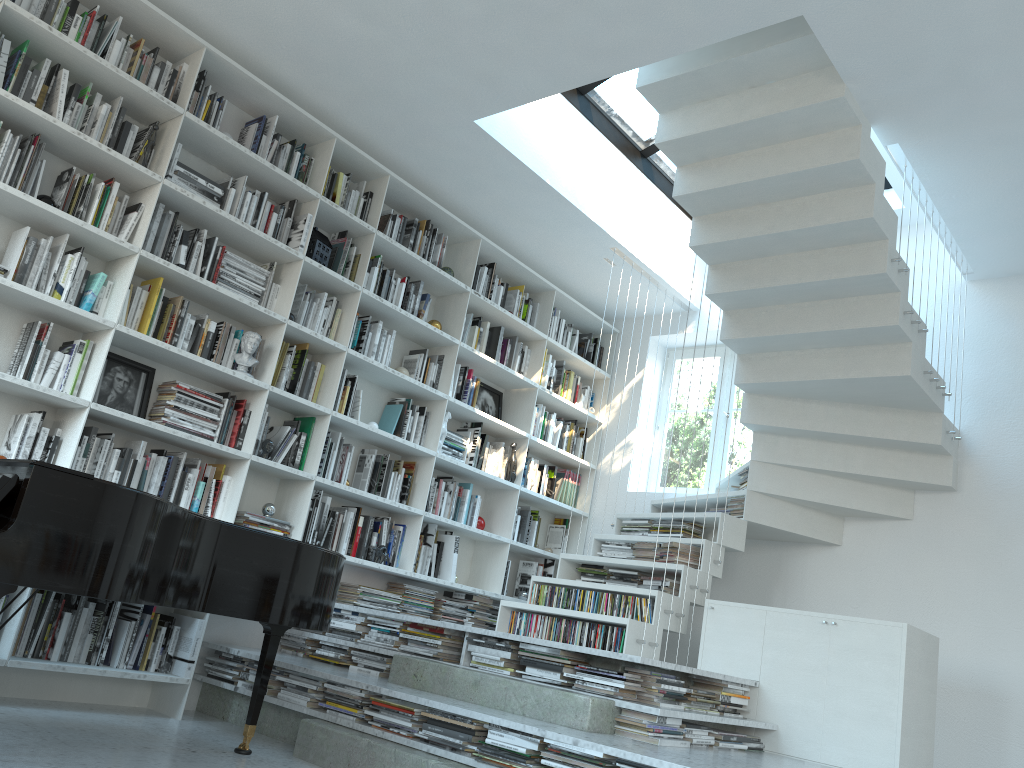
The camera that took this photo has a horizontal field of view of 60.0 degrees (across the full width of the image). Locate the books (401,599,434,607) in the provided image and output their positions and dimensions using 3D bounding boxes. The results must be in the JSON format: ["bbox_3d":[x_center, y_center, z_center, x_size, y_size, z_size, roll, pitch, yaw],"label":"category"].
[{"bbox_3d":[-0.640,1.351,5.514,0.159,0.007,0.286,-4,-22,41],"label":"books"}]

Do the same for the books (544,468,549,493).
[{"bbox_3d":[0.192,0.740,6.545,0.134,0.248,0.025,-3,-21,40],"label":"books"}]

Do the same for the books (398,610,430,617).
[{"bbox_3d":[-0.653,1.415,5.494,0.161,0.007,0.255,-4,-22,41],"label":"books"}]

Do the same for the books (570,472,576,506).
[{"bbox_3d":[0.395,0.815,6.751,0.169,0.292,0.018,-3,-21,40],"label":"books"}]

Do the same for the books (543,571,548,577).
[{"bbox_3d":[0.174,1.464,6.376,0.140,0.242,0.024,-3,-21,40],"label":"books"}]

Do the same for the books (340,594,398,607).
[{"bbox_3d":[-0.848,1.282,5.255,0.195,0.008,0.309,-1,-20,35],"label":"books"}]

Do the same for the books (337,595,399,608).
[{"bbox_3d":[-0.855,1.289,5.258,0.193,0.007,0.347,-2,-21,38],"label":"books"}]

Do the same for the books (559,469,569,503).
[{"bbox_3d":[0.335,0.783,6.682,0.169,0.293,0.033,-3,-21,40],"label":"books"}]

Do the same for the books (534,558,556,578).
[{"bbox_3d":[0.212,1.425,6.384,0.185,0.335,0.010,-3,-21,40],"label":"books"}]

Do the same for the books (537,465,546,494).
[{"bbox_3d":[0.154,0.711,6.469,0.181,0.246,0.022,-3,-21,40],"label":"books"}]

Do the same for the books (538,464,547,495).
[{"bbox_3d":[0.162,0.714,6.495,0.171,0.258,0.029,-3,-21,40],"label":"books"}]

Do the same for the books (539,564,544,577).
[{"bbox_3d":[0.158,1.432,6.355,0.141,0.286,0.047,-3,-21,40],"label":"books"}]

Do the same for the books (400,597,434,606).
[{"bbox_3d":[-0.640,1.345,5.517,0.159,0.007,0.286,-3,-21,40],"label":"books"}]

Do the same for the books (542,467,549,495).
[{"bbox_3d":[0.183,0.731,6.530,0.161,0.253,0.012,-3,-21,40],"label":"books"}]

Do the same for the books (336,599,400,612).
[{"bbox_3d":[-0.854,1.309,5.246,0.193,0.007,0.346,-6,-23,45],"label":"books"}]

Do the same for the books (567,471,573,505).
[{"bbox_3d":[0.372,0.803,6.725,0.169,0.292,0.018,-3,-21,40],"label":"books"}]

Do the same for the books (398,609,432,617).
[{"bbox_3d":[-0.646,1.409,5.491,0.159,0.007,0.286,-2,-20,36],"label":"books"}]

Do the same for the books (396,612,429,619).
[{"bbox_3d":[-0.650,1.428,5.486,0.161,0.007,0.254,-5,-23,44],"label":"books"}]

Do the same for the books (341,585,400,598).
[{"bbox_3d":[-0.843,1.233,5.276,0.195,0.008,0.309,-4,-22,42],"label":"books"}]

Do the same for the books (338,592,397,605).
[{"bbox_3d":[-0.857,1.275,5.266,0.195,0.008,0.309,-3,-21,40],"label":"books"}]

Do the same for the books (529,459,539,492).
[{"bbox_3d":[0.103,0.674,6.402,0.176,0.260,0.056,-3,-21,40],"label":"books"}]

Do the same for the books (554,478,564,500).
[{"bbox_3d":[0.280,0.797,6.613,0.167,0.216,0.089,-3,-21,40],"label":"books"}]

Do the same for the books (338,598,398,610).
[{"bbox_3d":[-0.855,1.302,5.250,0.195,0.008,0.309,-5,-23,44],"label":"books"}]

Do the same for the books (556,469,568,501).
[{"bbox_3d":[0.311,0.773,6.654,0.169,0.290,0.073,-3,-21,40],"label":"books"}]

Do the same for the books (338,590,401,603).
[{"bbox_3d":[-0.846,1.261,5.267,0.193,0.007,0.347,-2,-21,37],"label":"books"}]

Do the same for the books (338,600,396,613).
[{"bbox_3d":[-0.858,1.317,5.246,0.195,0.008,0.309,-2,-20,36],"label":"books"}]

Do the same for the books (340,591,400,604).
[{"bbox_3d":[-0.844,1.268,5.261,0.195,0.008,0.309,-6,-23,45],"label":"books"}]

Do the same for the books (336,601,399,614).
[{"bbox_3d":[-0.859,1.324,5.243,0.193,0.007,0.346,-5,-23,44],"label":"books"}]

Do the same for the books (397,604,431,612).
[{"bbox_3d":[-0.641,1.383,5.500,0.161,0.007,0.255,-2,-20,36],"label":"books"}]

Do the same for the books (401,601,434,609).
[{"bbox_3d":[-0.635,1.364,5.504,0.159,0.007,0.286,-1,-20,35],"label":"books"}]

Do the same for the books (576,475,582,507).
[{"bbox_3d":[0.440,0.839,6.803,0.169,0.292,0.018,-3,-21,40],"label":"books"}]

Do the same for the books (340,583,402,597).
[{"bbox_3d":[-0.842,1.226,5.278,0.193,0.007,0.347,-2,-21,38],"label":"books"}]

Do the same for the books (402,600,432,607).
[{"bbox_3d":[-0.641,1.358,5.512,0.161,0.007,0.255,-4,-22,41],"label":"books"}]

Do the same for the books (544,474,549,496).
[{"bbox_3d":[0.198,0.766,6.556,0.138,0.206,0.014,-3,-21,40],"label":"books"}]

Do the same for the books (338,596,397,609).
[{"bbox_3d":[-0.857,1.295,5.255,0.195,0.008,0.309,-4,-22,42],"label":"books"}]

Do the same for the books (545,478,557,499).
[{"bbox_3d":[0.238,0.783,6.540,0.191,0.180,0.024,-3,-21,40],"label":"books"}]

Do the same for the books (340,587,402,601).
[{"bbox_3d":[-0.839,1.247,5.267,0.193,0.007,0.347,-1,-20,35],"label":"books"}]

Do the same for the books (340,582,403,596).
[{"bbox_3d":[-0.840,1.219,5.280,0.193,0.007,0.346,-4,-22,42],"label":"books"}]

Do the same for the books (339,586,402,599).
[{"bbox_3d":[-0.844,1.240,5.274,0.193,0.007,0.346,-4,-22,42],"label":"books"}]

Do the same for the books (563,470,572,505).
[{"bbox_3d":[0.360,0.791,6.690,0.169,0.292,0.018,-3,-21,40],"label":"books"}]

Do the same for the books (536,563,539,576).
[{"bbox_3d":[0.101,1.405,6.298,0.159,0.284,0.012,-3,-21,40],"label":"books"}]

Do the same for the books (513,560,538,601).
[{"bbox_3d":[0.096,1.395,6.266,0.159,0.284,0.012,-3,-21,40],"label":"books"}]

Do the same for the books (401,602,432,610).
[{"bbox_3d":[-0.643,1.371,5.508,0.161,0.007,0.255,-4,-22,41],"label":"books"}]

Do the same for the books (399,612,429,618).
[{"bbox_3d":[-0.656,1.422,5.493,0.161,0.007,0.255,-3,-21,40],"label":"books"}]

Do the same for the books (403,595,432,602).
[{"bbox_3d":[-0.637,1.328,5.518,0.161,0.005,0.255,-3,-21,39],"label":"books"}]

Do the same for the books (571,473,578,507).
[{"bbox_3d":[0.410,0.821,6.761,0.169,0.292,0.018,-3,-21,40],"label":"books"}]

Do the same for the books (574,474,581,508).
[{"bbox_3d":[0.437,0.833,6.783,0.169,0.292,0.018,-3,-21,40],"label":"books"}]

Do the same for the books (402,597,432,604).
[{"bbox_3d":[-0.640,1.338,5.516,0.161,0.005,0.255,-3,-21,40],"label":"books"}]

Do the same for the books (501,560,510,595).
[{"bbox_3d":[-0.105,1.305,6.000,0.183,0.233,0.014,-3,-21,40],"label":"books"}]

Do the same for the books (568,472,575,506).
[{"bbox_3d":[0.387,0.809,6.735,0.169,0.292,0.018,-3,-21,40],"label":"books"}]

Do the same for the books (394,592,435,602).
[{"bbox_3d":[-0.636,1.322,5.520,0.159,0.005,0.286,-4,-22,41],"label":"books"}]

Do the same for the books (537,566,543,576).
[{"bbox_3d":[0.126,1.420,6.300,0.168,0.265,0.031,-3,-21,40],"label":"books"}]

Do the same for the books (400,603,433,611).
[{"bbox_3d":[-0.639,1.377,5.502,0.159,0.007,0.286,-2,-20,36],"label":"books"}]

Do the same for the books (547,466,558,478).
[{"bbox_3d":[0.241,0.747,6.588,0.170,0.277,0.026,-3,-21,40],"label":"books"}]

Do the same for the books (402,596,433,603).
[{"bbox_3d":[-0.636,1.333,5.515,0.159,0.005,0.286,-2,-21,38],"label":"books"}]

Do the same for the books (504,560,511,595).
[{"bbox_3d":[-0.093,1.310,6.018,0.151,0.237,0.030,-3,-21,40],"label":"books"}]

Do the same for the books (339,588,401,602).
[{"bbox_3d":[-0.847,1.254,5.270,0.193,0.007,0.346,-4,-22,42],"label":"books"}]

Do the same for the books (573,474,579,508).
[{"bbox_3d":[0.417,0.827,6.777,0.169,0.292,0.018,-3,-21,40],"label":"books"}]

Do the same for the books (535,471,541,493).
[{"bbox_3d":[0.120,0.721,6.420,0.169,0.188,0.023,-3,-21,40],"label":"books"}]
